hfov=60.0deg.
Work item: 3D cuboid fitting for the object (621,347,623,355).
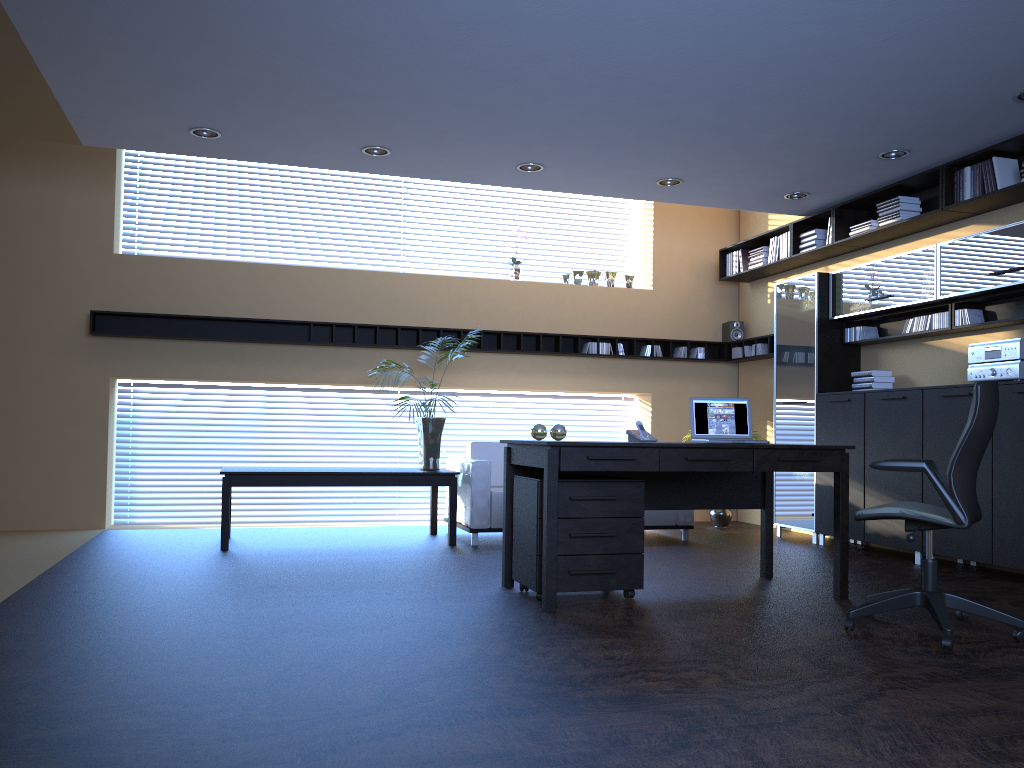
[{"bbox_3d":[1.144,-0.364,9.489,0.026,0.117,0.140,1,-3,-17],"label":"object"}]

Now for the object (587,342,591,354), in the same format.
[{"bbox_3d":[0.801,-0.376,9.383,0.009,0.120,0.142,1,-3,-16],"label":"object"}]

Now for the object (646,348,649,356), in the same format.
[{"bbox_3d":[1.436,-0.354,9.578,0.030,0.120,0.142,1,-3,-17],"label":"object"}]

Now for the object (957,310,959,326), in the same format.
[{"bbox_3d":[3.389,-0.490,6.623,0.142,0.120,0.009,2,-2,-17],"label":"object"}]

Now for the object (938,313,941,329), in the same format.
[{"bbox_3d":[3.335,-0.481,6.804,0.142,0.120,0.009,2,-2,-17],"label":"object"}]

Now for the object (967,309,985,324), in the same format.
[{"bbox_3d":[3.422,-0.493,6.542,0.142,0.118,0.040,2,-2,-17],"label":"object"}]

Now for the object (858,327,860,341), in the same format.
[{"bbox_3d":[3.072,-0.434,7.706,0.142,0.120,0.009,2,-2,-17],"label":"object"}]

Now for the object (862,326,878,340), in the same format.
[{"bbox_3d":[3.088,-0.436,7.641,0.142,0.118,0.040,2,-2,-17],"label":"object"}]

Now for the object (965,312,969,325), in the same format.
[{"bbox_3d":[3.417,-0.493,6.556,0.142,0.120,0.030,2,-2,-16],"label":"object"}]

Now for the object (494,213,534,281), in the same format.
[{"bbox_3d":[0.074,-1.425,9.397,0.437,0.694,0.352,3,-3,-37],"label":"object"}]

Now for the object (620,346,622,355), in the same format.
[{"bbox_3d":[1.134,-0.364,9.485,0.030,0.120,0.142,1,-3,-17],"label":"object"}]

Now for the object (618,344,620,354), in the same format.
[{"bbox_3d":[1.116,-0.365,9.474,0.026,0.117,0.140,1,-3,-16],"label":"object"}]

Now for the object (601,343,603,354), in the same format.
[{"bbox_3d":[0.930,-0.371,9.429,0.009,0.120,0.142,1,-3,-17],"label":"object"}]

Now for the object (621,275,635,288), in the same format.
[{"bbox_3d":[1.274,-1.113,9.744,0.124,0.149,0.118,2,-2,-16],"label":"object"}]

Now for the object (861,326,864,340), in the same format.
[{"bbox_3d":[3.081,-0.437,7.654,0.142,0.120,0.030,2,-2,-17],"label":"object"}]

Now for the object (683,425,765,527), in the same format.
[{"bbox_3d":[2.219,0.870,9.218,0.840,1.239,0.690,0,-2,17],"label":"object"}]

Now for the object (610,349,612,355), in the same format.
[{"bbox_3d":[1.033,-0.366,9.458,0.041,0.122,0.142,1,-3,-17],"label":"object"}]

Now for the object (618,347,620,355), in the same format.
[{"bbox_3d":[1.115,-0.365,9.476,0.030,0.120,0.142,1,-3,-17],"label":"object"}]

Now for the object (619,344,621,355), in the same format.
[{"bbox_3d":[1.125,-0.365,9.479,0.030,0.120,0.142,1,-3,-17],"label":"object"}]

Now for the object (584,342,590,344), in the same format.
[{"bbox_3d":[0.777,-0.375,9.381,0.041,0.122,0.142,1,-3,-17],"label":"object"}]

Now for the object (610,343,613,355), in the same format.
[{"bbox_3d":[1.034,-0.367,9.455,0.040,0.118,0.142,1,-3,-16],"label":"object"}]

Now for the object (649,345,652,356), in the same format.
[{"bbox_3d":[1.465,-0.353,9.589,0.030,0.120,0.142,1,-3,-17],"label":"object"}]

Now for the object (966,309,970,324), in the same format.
[{"bbox_3d":[3.420,-0.493,6.541,0.140,0.116,0.036,2,-2,-16],"label":"object"}]

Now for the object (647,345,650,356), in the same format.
[{"bbox_3d":[1.447,-0.354,9.579,0.030,0.120,0.142,1,-3,-17],"label":"object"}]

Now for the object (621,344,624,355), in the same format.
[{"bbox_3d":[1.158,-0.363,9.492,0.040,0.118,0.142,1,-3,-17],"label":"object"}]

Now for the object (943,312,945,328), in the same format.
[{"bbox_3d":[3.355,-0.483,6.768,0.142,0.120,0.009,2,-2,-17],"label":"object"}]

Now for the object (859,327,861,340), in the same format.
[{"bbox_3d":[3.074,-0.435,7.684,0.140,0.117,0.026,2,-2,-16],"label":"object"}]

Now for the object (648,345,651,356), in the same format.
[{"bbox_3d":[1.455,-0.354,9.584,0.026,0.117,0.140,1,-3,-17],"label":"object"}]

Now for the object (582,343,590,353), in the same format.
[{"bbox_3d":[0.777,-0.375,9.378,0.040,0.118,0.142,1,-3,-17],"label":"object"}]

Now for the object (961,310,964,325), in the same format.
[{"bbox_3d":[3.400,-0.491,6.605,0.142,0.120,0.009,2,-2,-17],"label":"object"}]

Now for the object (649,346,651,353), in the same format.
[{"bbox_3d":[1.455,-0.354,9.586,0.030,0.120,0.142,1,-3,-17],"label":"object"}]

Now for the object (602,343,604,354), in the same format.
[{"bbox_3d":[0.943,-0.371,9.424,0.009,0.120,0.142,1,-3,-17],"label":"object"}]

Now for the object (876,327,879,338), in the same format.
[{"bbox_3d":[3.095,-0.436,7.642,0.140,0.116,0.036,2,-2,-17],"label":"object"}]

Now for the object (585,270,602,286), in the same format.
[{"bbox_3d":[0.884,-1.138,9.631,0.137,0.173,0.144,-1,-3,34],"label":"object"}]

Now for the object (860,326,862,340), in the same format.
[{"bbox_3d":[3.078,-0.436,7.675,0.142,0.120,0.030,2,-2,-17],"label":"object"}]

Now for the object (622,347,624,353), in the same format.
[{"bbox_3d":[1.159,-0.363,9.491,0.036,0.116,0.140,1,-3,-16],"label":"object"}]

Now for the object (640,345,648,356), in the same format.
[{"bbox_3d":[1.423,-0.354,9.569,0.040,0.118,0.142,1,-3,-17],"label":"object"}]

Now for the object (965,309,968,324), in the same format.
[{"bbox_3d":[3.415,-0.494,6.555,0.140,0.117,0.026,2,-2,-16],"label":"object"}]

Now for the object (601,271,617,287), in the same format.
[{"bbox_3d":[1.056,-1.132,9.679,0.144,0.173,0.137,2,-3,-26],"label":"object"}]

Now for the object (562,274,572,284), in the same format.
[{"bbox_3d":[0.587,-1.118,9.539,0.089,0.113,0.094,0,-2,19],"label":"object"}]

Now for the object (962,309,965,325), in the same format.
[{"bbox_3d":[3.408,-0.492,6.575,0.142,0.120,0.030,2,-2,-16],"label":"object"}]

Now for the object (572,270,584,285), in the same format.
[{"bbox_3d":[0.713,-1.137,9.576,0.133,0.159,0.126,1,-2,4],"label":"object"}]

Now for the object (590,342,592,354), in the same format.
[{"bbox_3d":[0.811,-0.376,9.385,0.009,0.120,0.142,1,-3,-16],"label":"object"}]

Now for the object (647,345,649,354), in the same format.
[{"bbox_3d":[1.436,-0.355,9.576,0.026,0.117,0.140,1,-3,-17],"label":"object"}]

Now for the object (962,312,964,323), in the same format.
[{"bbox_3d":[3.408,-0.492,6.585,0.140,0.117,0.026,2,-2,-16],"label":"object"}]

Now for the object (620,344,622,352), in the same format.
[{"bbox_3d":[1.143,-0.364,9.491,0.030,0.120,0.142,1,-3,-17],"label":"object"}]

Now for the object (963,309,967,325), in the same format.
[{"bbox_3d":[3.411,-0.493,6.565,0.142,0.120,0.030,2,-2,-16],"label":"object"}]
